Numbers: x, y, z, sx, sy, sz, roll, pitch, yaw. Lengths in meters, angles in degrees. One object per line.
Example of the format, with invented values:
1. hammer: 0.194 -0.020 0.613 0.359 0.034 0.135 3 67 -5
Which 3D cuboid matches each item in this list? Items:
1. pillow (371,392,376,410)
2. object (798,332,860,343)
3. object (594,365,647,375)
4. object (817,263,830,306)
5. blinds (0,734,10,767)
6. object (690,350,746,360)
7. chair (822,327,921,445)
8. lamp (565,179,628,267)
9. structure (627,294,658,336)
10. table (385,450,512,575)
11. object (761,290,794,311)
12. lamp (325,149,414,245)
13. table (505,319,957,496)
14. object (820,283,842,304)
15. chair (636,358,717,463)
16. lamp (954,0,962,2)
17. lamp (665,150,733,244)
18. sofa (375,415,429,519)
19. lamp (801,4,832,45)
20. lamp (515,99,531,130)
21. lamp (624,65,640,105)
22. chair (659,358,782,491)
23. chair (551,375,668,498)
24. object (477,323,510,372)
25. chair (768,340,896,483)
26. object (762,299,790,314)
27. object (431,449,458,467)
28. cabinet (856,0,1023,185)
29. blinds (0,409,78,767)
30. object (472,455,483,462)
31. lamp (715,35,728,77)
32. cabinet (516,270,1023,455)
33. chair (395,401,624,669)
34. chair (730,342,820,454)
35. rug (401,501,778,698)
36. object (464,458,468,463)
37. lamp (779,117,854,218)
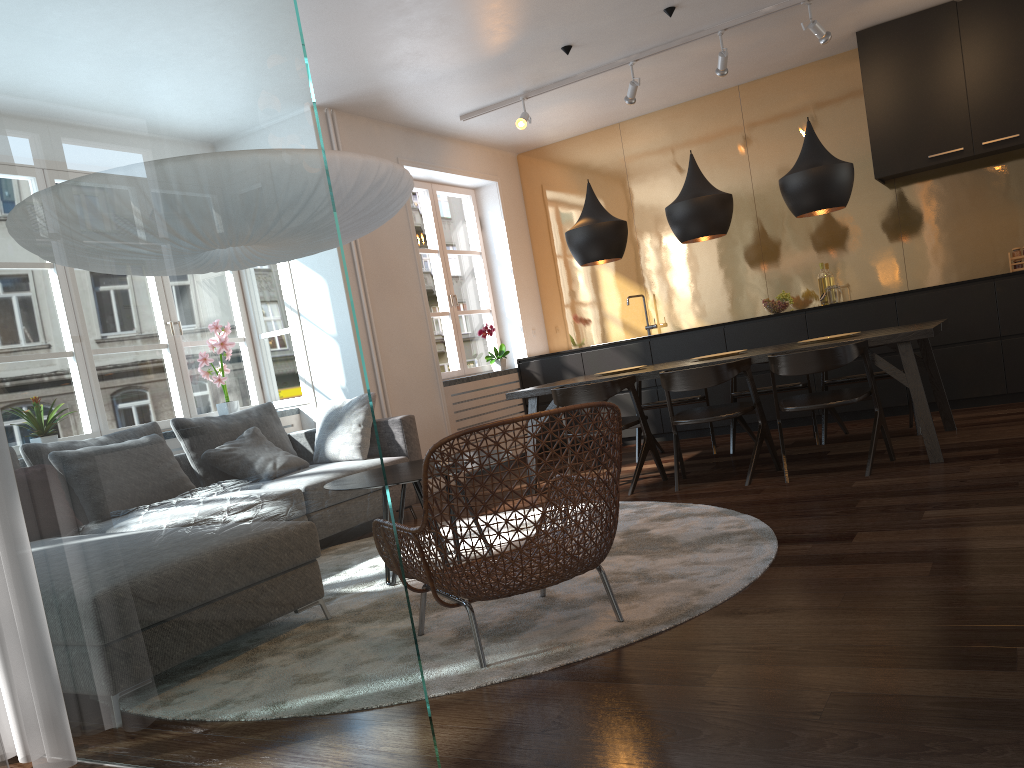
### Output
1. pillow: -1.101 0.296 5.667 0.496 0.417 0.283 -8 5 29
2. object: 1.865 -0.268 5.200 0.357 0.017 0.352 -9 2 34
3. object: 0.723 -0.086 5.881 0.357 0.017 0.352 -9 2 34
4. object: 2.512 -0.805 7.118 0.092 0.341 0.091 -10 5 -3
5. blinds: -1.215 -0.353 0.202 0.154 2.752 1.790 -6 6 32
6. object: 1.294 -0.177 5.540 0.356 0.017 0.353 -10 1 11
7. chair: 2.303 0.003 5.727 0.595 0.675 0.514 -8 5 30
8. lamp: 0.541 -1.066 5.783 0.408 0.544 0.411 -12 5 -26
9. structure: 1.151 -0.597 7.792 0.263 0.388 0.110 -14 7 -44
10. table: -0.375 0.611 3.981 0.851 0.475 0.839 -8 3 33
11. object: 2.092 -0.644 6.971 0.240 0.174 0.176 -9 4 15
12. lamp: -1.090 -0.587 3.393 1.462 0.211 1.470 -10 2 -23
13. table: 1.349 0.169 5.534 2.511 0.683 1.096 -9 3 30
14. object: 2.508 -0.705 6.955 0.177 0.152 0.087 -9 5 8
15. chair: 1.190 0.180 6.424 0.595 0.675 0.514 -8 4 27
16. lamp: 2.626 -2.376 5.127 0.085 0.241 0.249 -10 3 1
17. lamp: 1.137 -1.161 5.427 0.411 0.544 0.408 -9 4 7
18. sofa: -1.327 0.667 4.405 2.048 0.675 3.040 -9 2 30
19. lamp: 2.731 -1.596 5.976 1.823 1.859 0.089 -11 6 -25
20. lamp: 0.079 -1.967 6.472 0.085 0.241 0.248 -8 4 17
21. lamp: 0.853 -2.095 6.173 0.085 0.240 0.251 -12 4 -19
22. chair: 1.135 0.224 5.006 0.595 0.675 0.514 -8 5 31
23. chair: 0.549 0.317 5.349 0.595 0.675 0.514 -8 5 29
24. object: -0.149 -0.332 7.813 0.230 0.439 0.403 -9 4 7
25. chair: 1.659 0.140 4.694 0.595 0.675 0.514 -8 5 29
26. object: 2.095 -0.606 6.993 0.218 0.097 0.218 -10 2 -12
27. object: -0.294 0.324 3.874 0.139 0.069 0.090 -8 4 42
28. cabinet: 3.515 -2.176 6.125 1.964 1.057 0.526 -8 5 30
29. blinds: -2.102 -0.258 2.590 1.815 2.752 0.151 -7 6 32
30. object: -0.150 0.325 3.917 0.015 0.015 0.166 -9 2 17
31. lamp: 1.405 -2.182 5.854 0.085 0.241 0.249 -10 3 -4
32. cabinet: 2.455 -0.161 7.011 5.085 0.906 0.725 -9 4 31
33. chair: -0.015 0.446 2.807 0.714 0.714 0.686 -12 4 -27
34. chair: 1.783 0.086 6.037 0.595 0.675 0.514 -8 5 29
35. rug: -0.317 0.840 3.844 2.843 0.012 2.818 -10 1 10
36. object: -0.192 0.332 3.921 0.025 0.016 0.162 -10 1 5
37. lamp: 1.734 -1.256 5.071 0.410 0.544 0.410 -11 4 -12
